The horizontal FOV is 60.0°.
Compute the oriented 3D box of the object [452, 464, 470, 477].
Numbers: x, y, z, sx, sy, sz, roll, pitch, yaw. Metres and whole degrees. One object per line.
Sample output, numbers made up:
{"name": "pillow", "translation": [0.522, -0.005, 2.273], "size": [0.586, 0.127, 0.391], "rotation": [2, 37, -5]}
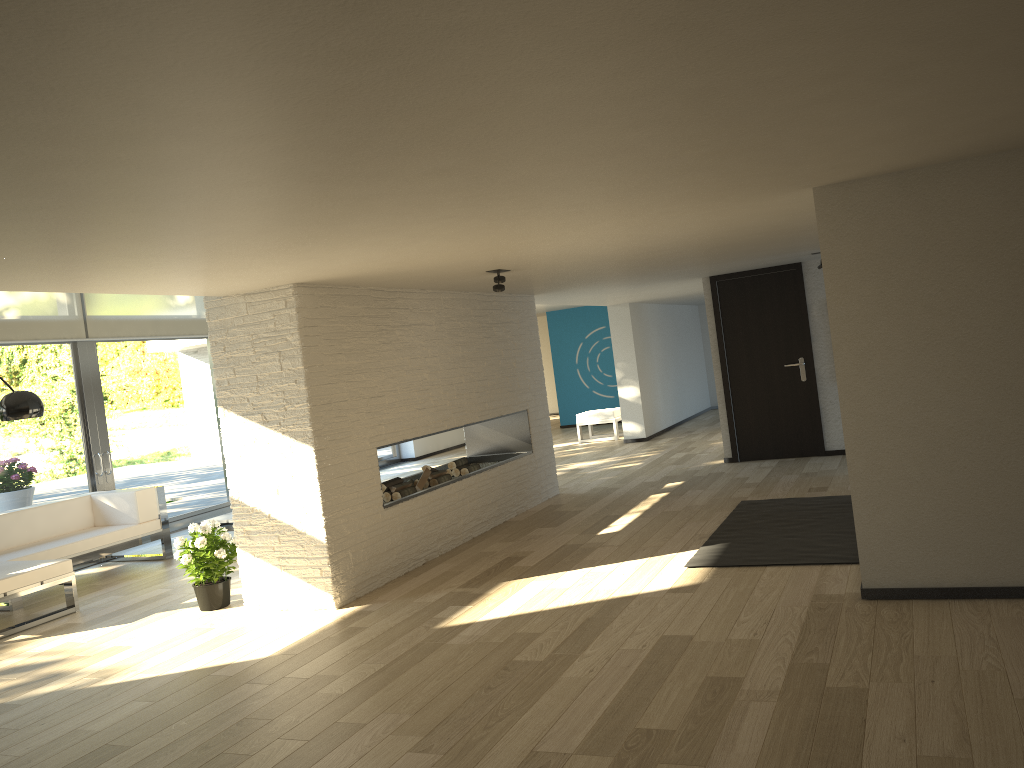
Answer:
{"name": "object", "translation": [-0.433, 0.747, 7.665], "size": [0.076, 0.076, 0.236], "rotation": [-7, 1, 23]}

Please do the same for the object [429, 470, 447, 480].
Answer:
{"name": "object", "translation": [-0.604, 0.738, 7.188], "size": [0.064, 0.060, 0.229], "rotation": [-7, 1, 25]}

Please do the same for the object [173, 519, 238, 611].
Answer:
{"name": "object", "translation": [-1.944, 1.165, 5.734], "size": [0.431, 0.571, 0.404], "rotation": [-8, 1, -44]}

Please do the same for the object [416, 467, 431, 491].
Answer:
{"name": "object", "translation": [-0.711, 0.751, 7.015], "size": [0.064, 0.165, 0.226], "rotation": [-7, 1, 23]}

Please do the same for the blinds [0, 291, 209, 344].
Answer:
{"name": "blinds", "translation": [-4.223, -0.904, 8.656], "size": [0.056, 0.984, 11.538], "rotation": [-7, 1, 24]}

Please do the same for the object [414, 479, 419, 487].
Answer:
{"name": "object", "translation": [-0.712, 0.793, 7.216], "size": [0.075, 0.074, 0.246], "rotation": [-7, 1, 23]}

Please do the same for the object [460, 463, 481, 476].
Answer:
{"name": "object", "translation": [-0.357, 0.738, 7.642], "size": [0.082, 0.073, 0.237], "rotation": [-7, 1, 23]}

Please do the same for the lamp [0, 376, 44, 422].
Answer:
{"name": "lamp", "translation": [-3.995, 0.683, 5.816], "size": [1.754, 2.024, 0.282], "rotation": [-8, 1, -23]}

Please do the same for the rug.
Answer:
{"name": "rug", "translation": [1.850, 0.942, 5.887], "size": [0.978, 0.011, 2.000], "rotation": [-7, 1, 24]}

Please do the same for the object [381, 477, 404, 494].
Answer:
{"name": "object", "translation": [-0.917, 0.765, 6.682], "size": [0.093, 0.088, 0.260], "rotation": [-7, 1, 23]}

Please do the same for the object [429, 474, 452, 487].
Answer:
{"name": "object", "translation": [-0.574, 0.777, 7.151], "size": [0.082, 0.073, 0.237], "rotation": [-7, 1, 23]}

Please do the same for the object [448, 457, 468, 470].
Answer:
{"name": "object", "translation": [-0.468, 0.687, 7.687], "size": [0.082, 0.073, 0.237], "rotation": [-7, 1, 23]}

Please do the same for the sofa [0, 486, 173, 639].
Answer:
{"name": "sofa", "translation": [-3.595, 1.308, 6.769], "size": [1.544, 0.654, 2.406], "rotation": [-7, 1, 24]}

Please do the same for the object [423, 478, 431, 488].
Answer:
{"name": "object", "translation": [-0.650, 0.786, 7.174], "size": [0.076, 0.076, 0.236], "rotation": [-7, 1, 23]}

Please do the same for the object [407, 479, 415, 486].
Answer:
{"name": "object", "translation": [-0.822, 0.811, 7.056], "size": [0.075, 0.074, 0.246], "rotation": [-7, 1, 3]}

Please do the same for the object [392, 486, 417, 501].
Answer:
{"name": "object", "translation": [-0.805, 0.819, 6.631], "size": [0.082, 0.073, 0.237], "rotation": [-7, 1, 23]}

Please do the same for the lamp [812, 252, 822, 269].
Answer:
{"name": "lamp", "translation": [2.824, -1.116, 7.969], "size": [0.234, 0.153, 0.135], "rotation": [-7, 1, 24]}

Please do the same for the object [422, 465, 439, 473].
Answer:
{"name": "object", "translation": [-0.644, 0.735, 7.292], "size": [0.093, 0.170, 0.272], "rotation": [-7, 1, 23]}

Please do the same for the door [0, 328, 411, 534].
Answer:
{"name": "door", "translation": [-2.540, 0.400, 10.022], "size": [19.428, 2.373, 22.965], "rotation": [-7, 1, 24]}

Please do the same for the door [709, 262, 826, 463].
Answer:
{"name": "door", "translation": [2.600, -0.201, 9.044], "size": [0.919, 1.947, 0.108], "rotation": [-7, 1, 24]}

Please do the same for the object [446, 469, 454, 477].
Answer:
{"name": "object", "translation": [-0.494, 0.754, 7.706], "size": [0.075, 0.074, 0.246], "rotation": [-7, 1, 23]}

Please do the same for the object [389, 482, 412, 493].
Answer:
{"name": "object", "translation": [-0.834, 0.780, 6.668], "size": [0.064, 0.060, 0.229], "rotation": [-7, 1, 25]}

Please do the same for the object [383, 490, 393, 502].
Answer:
{"name": "object", "translation": [-0.881, 0.828, 6.654], "size": [0.076, 0.076, 0.236], "rotation": [-7, 1, 23]}

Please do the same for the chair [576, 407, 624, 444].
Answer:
{"name": "chair", "translation": [1.378, 0.622, 13.489], "size": [0.611, 0.442, 0.610], "rotation": [-7, 1, 24]}

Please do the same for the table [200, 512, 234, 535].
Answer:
{"name": "table", "translation": [-1.885, 1.234, 8.001], "size": [1.219, 0.305, 1.221], "rotation": [-7, 1, 24]}

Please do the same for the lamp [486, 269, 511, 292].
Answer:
{"name": "lamp", "translation": [-0.090, -0.697, 6.048], "size": [0.135, 0.153, 0.234], "rotation": [-7, 1, 24]}
